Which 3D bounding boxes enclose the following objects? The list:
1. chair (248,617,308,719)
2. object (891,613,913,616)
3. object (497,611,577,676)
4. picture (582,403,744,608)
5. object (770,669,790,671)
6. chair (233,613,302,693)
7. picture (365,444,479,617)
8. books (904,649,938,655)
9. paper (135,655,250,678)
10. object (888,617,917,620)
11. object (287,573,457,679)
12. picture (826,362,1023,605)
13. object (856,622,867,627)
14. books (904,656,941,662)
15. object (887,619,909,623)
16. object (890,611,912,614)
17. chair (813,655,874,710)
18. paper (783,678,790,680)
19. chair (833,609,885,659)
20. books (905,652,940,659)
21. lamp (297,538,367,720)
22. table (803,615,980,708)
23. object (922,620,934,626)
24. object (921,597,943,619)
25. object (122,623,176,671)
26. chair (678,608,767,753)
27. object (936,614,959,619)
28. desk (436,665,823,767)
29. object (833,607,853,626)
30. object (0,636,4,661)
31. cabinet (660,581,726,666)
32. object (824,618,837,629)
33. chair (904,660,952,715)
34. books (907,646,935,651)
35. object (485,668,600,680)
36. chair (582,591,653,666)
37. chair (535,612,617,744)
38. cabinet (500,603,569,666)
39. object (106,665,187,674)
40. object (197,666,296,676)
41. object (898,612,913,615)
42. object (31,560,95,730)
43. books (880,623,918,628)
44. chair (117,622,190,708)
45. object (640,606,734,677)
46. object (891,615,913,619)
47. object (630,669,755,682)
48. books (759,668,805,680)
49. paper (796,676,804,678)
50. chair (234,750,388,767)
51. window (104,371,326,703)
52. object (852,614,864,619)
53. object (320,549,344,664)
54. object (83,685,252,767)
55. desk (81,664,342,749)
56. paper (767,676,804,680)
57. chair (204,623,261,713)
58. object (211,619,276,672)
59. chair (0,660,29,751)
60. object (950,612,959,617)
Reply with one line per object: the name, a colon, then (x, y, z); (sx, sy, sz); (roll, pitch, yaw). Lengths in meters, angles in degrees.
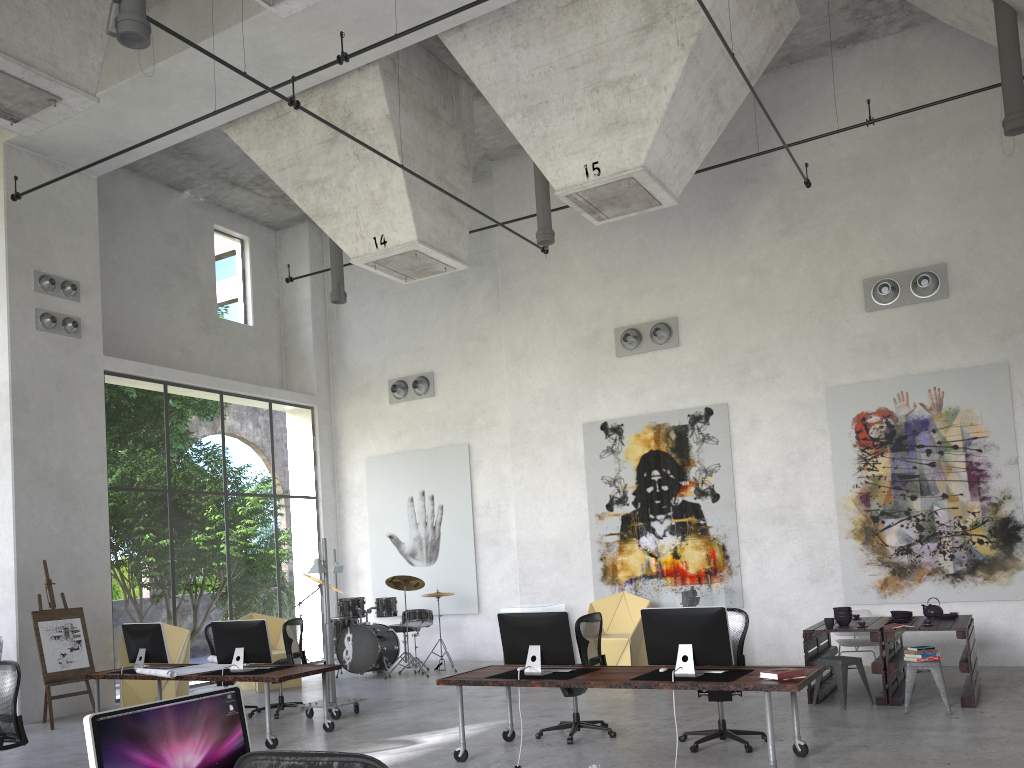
chair: (-2.920, 3.543, 11.023); (0.791, 1.172, 0.781); (-3, -6, -7)
object: (4.387, 2.606, 9.875); (0.229, 0.062, 0.231); (-8, -12, 24)
object: (0.256, 2.290, 7.806); (0.720, 0.547, 0.379); (-9, -8, 31)
picture: (2.252, 1.946, 13.446); (2.371, 2.989, 0.020); (-7, -5, 29)
object: (2.039, 2.174, 6.681); (0.149, 0.011, 0.011); (-3, -7, -2)
chair: (-3.837, 4.150, 13.683); (0.981, 1.157, 0.946); (2, -9, -41)
picture: (-1.700, 2.741, 16.172); (2.353, 2.989, 0.020); (-7, -5, 29)
books: (4.057, 2.652, 8.715); (0.254, 0.032, 0.178); (-2, -11, -10)
paper: (-3.639, 3.217, 10.017); (0.986, 0.104, 1.082); (-13, -14, 38)
object: (4.389, 2.642, 9.876); (0.295, 0.024, 0.300); (-5, -11, 6)
object: (-2.306, 3.986, 14.814); (2.978, 1.725, 1.904); (-6, -8, 13)
picture: (5.453, 1.383, 11.644); (2.233, 2.989, 0.020); (-7, -5, 29)
object: (3.740, 2.570, 9.391); (0.117, 0.055, 0.139); (-6, -11, 14)
books: (4.066, 2.718, 8.709); (0.284, 0.034, 0.201); (-1, -11, -15)
object: (4.240, 2.605, 9.644); (0.235, 0.019, 0.237); (-9, -12, 24)
object: (4.379, 2.582, 9.881); (0.230, 0.057, 0.231); (-10, -12, 28)
chair: (3.460, 3.126, 9.232); (0.419, 0.484, 0.444); (0, -8, -26)
paper: (2.073, 2.237, 6.723); (0.291, 0.001, 0.213); (7, -16, -43)
chair: (4.372, 3.283, 11.086); (0.696, 0.810, 0.781); (-5, -7, 14)
books: (4.064, 2.684, 8.711); (0.284, 0.033, 0.201); (3, -13, -29)
lamp: (-2.227, 2.940, 10.650); (0.583, 2.130, 0.598); (-6, -5, 29)
table: (4.214, 3.028, 9.709); (1.613, 0.786, 1.519); (-9, -11, 29)
object: (4.302, 2.479, 9.111); (0.137, 0.055, 0.118); (-4, -10, 5)
object: (4.754, 2.531, 9.932); (0.219, 0.230, 0.213); (-7, -8, 27)
object: (-4.245, 3.082, 10.340); (0.720, 0.547, 0.379); (-9, -8, 31)
chair: (1.864, 2.592, 7.781); (0.770, 1.172, 0.803); (-3, -6, -2)
object: (4.788, 2.559, 9.660); (0.229, 0.046, 0.233); (-5, -11, 6)
desk: (0.935, 2.808, 7.406); (3.152, 0.716, 0.982); (-10, -10, 29)
object: (3.661, 2.563, 9.711); (0.194, 0.212, 0.215); (-8, -9, 30)
object: (-6.624, 3.789, 11.018); (0.441, 1.197, 0.416); (-4, -4, 7)
cabinet: (2.542, 3.396, 12.183); (0.748, 1.242, 0.597); (-7, -6, 29)
object: (3.431, 2.575, 9.454); (0.130, 0.108, 0.102); (-7, -8, 20)
chair: (4.081, 2.976, 8.676); (0.422, 0.484, 0.441); (-7, -8, 24)
books: (4.059, 2.624, 8.717); (0.204, 0.025, 0.146); (-1, -11, -15)
object: (0.277, 2.570, 7.791); (0.855, 0.008, 0.693); (-10, -13, 30)
chair: (1.533, 3.658, 12.917); (0.986, 1.157, 0.941); (-7, -8, 27)
chair: (0.592, 2.823, 8.532); (0.794, 1.172, 0.778); (-5, -6, 13)
cabinet: (0.355, 3.931, 13.574); (0.740, 1.002, 0.748); (-7, -7, 29)
object: (-4.225, 3.361, 10.324); (0.855, 0.008, 0.693); (-10, -13, 30)
object: (-2.876, 3.124, 9.566); (0.852, 0.008, 0.696); (-8, -12, 20)
object: (4.386, 2.594, 9.880); (0.230, 0.062, 0.231); (-8, -12, 24)
object: (-5.883, 3.333, 11.385); (0.689, 2.122, 0.697); (-6, -5, 30)
books: (4.042, 2.524, 9.188); (0.304, 0.030, 0.227); (-3, -11, -3)
chair: (-5.119, 3.999, 12.524); (0.978, 1.157, 0.948); (-2, -7, -12)
object: (1.445, 2.081, 7.137); (0.720, 0.547, 0.379); (-9, -8, 31)
object: (4.386, 2.621, 9.875); (0.229, 0.046, 0.233); (-1, -11, -11)
object: (1.466, 2.361, 7.121); (0.855, 0.008, 0.693); (-10, -13, 30)
books: (2.052, 2.204, 6.685); (0.285, 0.051, 0.206); (2, -12, -28)
paper: (2.068, 2.237, 6.716); (0.291, 0.001, 0.213); (-6, -12, 11)
chair: (-0.573, 1.784, 2.978); (0.771, 1.172, 0.802); (-4, -6, 3)
window: (-4.803, 2.534, 14.816); (0.020, 4.837, 4.597); (-6, -7, 29)
object: (4.062, 2.741, 10.348); (0.138, 0.055, 0.118); (7, -14, -44)
object: (-3.201, 4.093, 16.079); (0.578, 2.130, 0.603); (-2, -5, -26)
object: (-1.256, 1.510, 3.435); (0.380, 0.546, 0.720); (-7, -9, 30)
desk: (-3.413, 3.578, 9.881); (3.152, 0.716, 0.982); (-10, -10, 29)
paper: (2.068, 2.237, 6.716); (0.290, 0.001, 0.214); (-4, -11, 1)
chair: (-3.597, 3.609, 11.138); (0.769, 1.172, 0.804); (-1, -6, -22)
object: (-2.896, 2.844, 9.581); (0.718, 0.547, 0.380); (-7, -7, 21)
chair: (-4.181, 2.794, 6.883); (0.773, 1.172, 0.800); (-6, -6, 18)
object: (4.945, 2.580, 9.822); (0.116, 0.055, 0.140); (-2, -10, -10)
